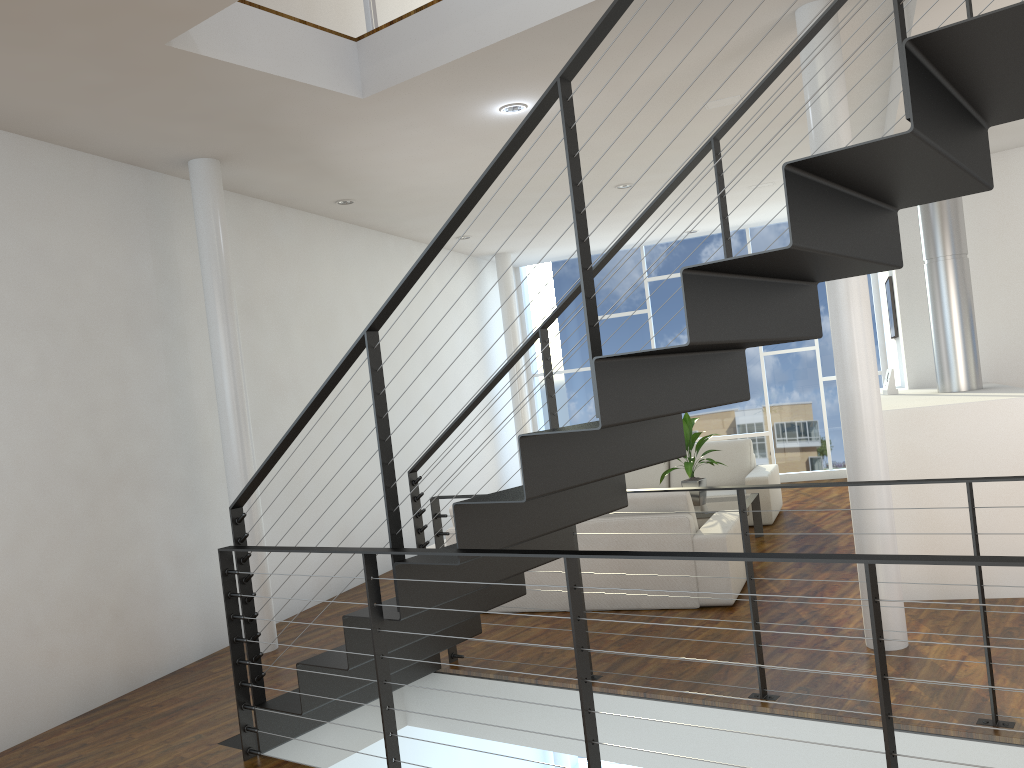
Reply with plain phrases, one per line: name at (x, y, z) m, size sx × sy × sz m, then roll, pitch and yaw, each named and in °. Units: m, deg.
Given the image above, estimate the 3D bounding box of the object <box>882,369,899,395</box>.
object at (2.246, -0.013, 5.278) m, size 0.061 × 0.151 × 0.100 m, roll -7°, pitch 0°, yaw 7°

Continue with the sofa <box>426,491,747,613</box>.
sofa at (0.399, 0.833, 4.755) m, size 1.612 × 0.565 × 0.801 m, roll -7°, pitch 0°, yaw 22°

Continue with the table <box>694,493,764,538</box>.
table at (0.758, 0.950, 5.756) m, size 1.610 × 0.284 × 0.660 m, roll -7°, pitch -1°, yaw 22°

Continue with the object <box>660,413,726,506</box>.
object at (1.130, 0.457, 5.540) m, size 0.432 × 0.601 × 0.457 m, roll -7°, pitch 0°, yaw 6°

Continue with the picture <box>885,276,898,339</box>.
picture at (2.686, -0.532, 6.276) m, size 0.020 × 0.415 × 0.574 m, roll -6°, pitch 0°, yaw 21°

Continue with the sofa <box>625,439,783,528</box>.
sofa at (1.168, 0.770, 6.746) m, size 1.612 × 0.565 × 0.801 m, roll -7°, pitch 0°, yaw 22°

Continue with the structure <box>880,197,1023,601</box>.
structure at (2.354, -0.207, 5.074) m, size 0.751 × 2.206 × 2.747 m, roll -6°, pitch 0°, yaw 20°

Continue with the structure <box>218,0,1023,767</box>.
structure at (0.927, 0.548, 2.197) m, size 4.367 × 6.299 × 1.092 m, roll -7°, pitch 1°, yaw 37°

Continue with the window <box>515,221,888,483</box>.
window at (1.583, -1.770, 8.541) m, size 3.418 × 5.636 × 0.090 m, roll -7°, pitch 1°, yaw 21°
